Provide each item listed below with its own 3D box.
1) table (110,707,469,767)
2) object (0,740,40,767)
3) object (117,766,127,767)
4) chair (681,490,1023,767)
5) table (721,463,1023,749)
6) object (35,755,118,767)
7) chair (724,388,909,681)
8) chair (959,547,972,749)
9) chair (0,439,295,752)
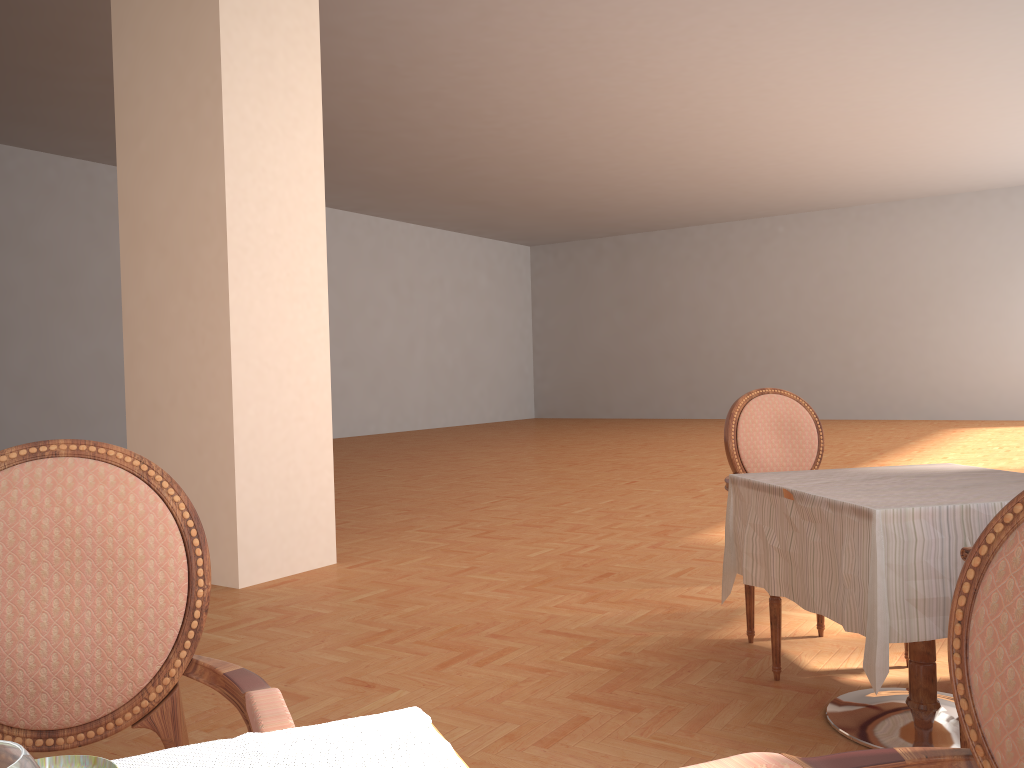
[{"bbox_3d":[-0.293,0.666,0.387,0.836,0.680,0.829,-2,1,-22],"label":"table"},{"bbox_3d":[-0.271,0.256,0.437,0.093,0.138,0.093,-2,1,-28],"label":"object"},{"bbox_3d":[-0.354,0.322,0.657,0.171,0.005,0.171,-2,1,-19],"label":"object"},{"bbox_3d":[0.349,0.522,0.654,0.593,0.931,0.521,-2,1,-23],"label":"chair"},{"bbox_3d":[1.137,0.610,2.462,0.831,0.677,0.829,-2,1,-11],"label":"table"},{"bbox_3d":[-0.354,0.312,0.657,0.117,0.024,0.117,-1,1,44],"label":"object"},{"bbox_3d":[1.028,0.480,3.126,0.521,0.931,0.593,-2,1,-11],"label":"chair"},{"bbox_3d":[1.284,0.486,1.769,0.521,0.931,0.593,-2,1,-11],"label":"chair"},{"bbox_3d":[-0.526,0.542,1.012,0.521,0.931,0.593,-2,1,-23],"label":"chair"}]
